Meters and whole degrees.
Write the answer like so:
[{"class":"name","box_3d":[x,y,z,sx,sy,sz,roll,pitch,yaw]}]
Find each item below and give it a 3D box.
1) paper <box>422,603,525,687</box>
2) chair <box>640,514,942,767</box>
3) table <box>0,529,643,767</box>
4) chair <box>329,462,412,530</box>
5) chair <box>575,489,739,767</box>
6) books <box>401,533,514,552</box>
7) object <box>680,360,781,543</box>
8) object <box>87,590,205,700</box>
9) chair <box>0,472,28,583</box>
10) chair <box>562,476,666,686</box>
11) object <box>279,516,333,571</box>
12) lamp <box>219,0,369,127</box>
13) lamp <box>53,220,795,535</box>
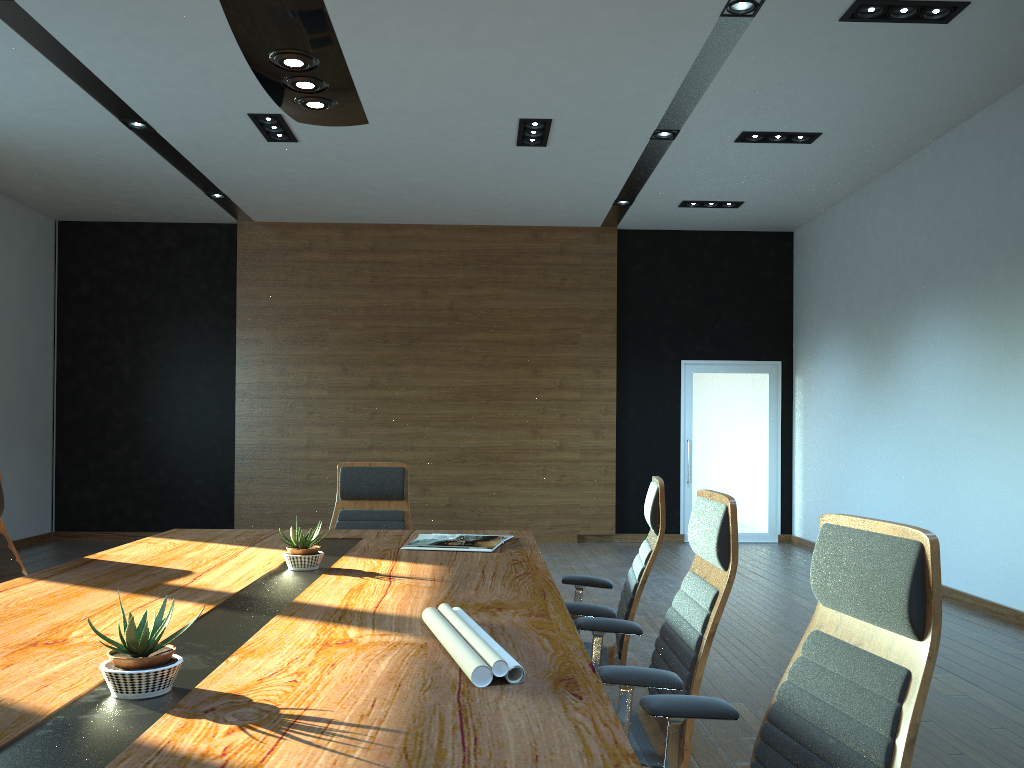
[{"class":"paper","box_3d":[-0.623,0.522,1.293,0.628,0.083,2.243,-2,-4,38]},{"class":"chair","box_3d":[0.427,0.834,1.752,0.696,1.127,0.707,1,-1,-10]},{"class":"table","box_3d":[-0.714,0.982,1.694,1.785,0.796,5.549,1,-3,-2]},{"class":"chair","box_3d":[-0.776,0.978,4.584,0.706,1.127,0.696,0,-1,1]},{"class":"chair","box_3d":[0.287,0.879,2.612,0.696,1.127,0.707,0,-1,-1]},{"class":"books","box_3d":[-0.228,0.690,3.945,0.389,0.033,0.545,0,-3,10]},{"class":"object","box_3d":[2.598,0.807,10.605,1.197,2.159,0.200,0,0,-2]},{"class":"object","box_3d":[-0.706,0.494,1.688,0.153,0.187,0.178,-1,-2,38]},{"class":"chair","box_3d":[-1.888,0.908,3.441,0.696,1.127,0.707,0,-1,13]},{"class":"chair","box_3d":[0.255,0.926,3.480,0.696,1.127,0.707,0,-1,5]},{"class":"object","box_3d":[-0.757,0.576,3.207,0.177,0.188,0.153,1,-2,-27]},{"class":"lamp","box_3d":[-0.732,-1.659,3.156,0.340,1.198,1.198,0,-2,-2]},{"class":"lamp","box_3d":[-1.259,-0.151,7.888,9.391,3.705,16.704,1,-3,-2]}]
